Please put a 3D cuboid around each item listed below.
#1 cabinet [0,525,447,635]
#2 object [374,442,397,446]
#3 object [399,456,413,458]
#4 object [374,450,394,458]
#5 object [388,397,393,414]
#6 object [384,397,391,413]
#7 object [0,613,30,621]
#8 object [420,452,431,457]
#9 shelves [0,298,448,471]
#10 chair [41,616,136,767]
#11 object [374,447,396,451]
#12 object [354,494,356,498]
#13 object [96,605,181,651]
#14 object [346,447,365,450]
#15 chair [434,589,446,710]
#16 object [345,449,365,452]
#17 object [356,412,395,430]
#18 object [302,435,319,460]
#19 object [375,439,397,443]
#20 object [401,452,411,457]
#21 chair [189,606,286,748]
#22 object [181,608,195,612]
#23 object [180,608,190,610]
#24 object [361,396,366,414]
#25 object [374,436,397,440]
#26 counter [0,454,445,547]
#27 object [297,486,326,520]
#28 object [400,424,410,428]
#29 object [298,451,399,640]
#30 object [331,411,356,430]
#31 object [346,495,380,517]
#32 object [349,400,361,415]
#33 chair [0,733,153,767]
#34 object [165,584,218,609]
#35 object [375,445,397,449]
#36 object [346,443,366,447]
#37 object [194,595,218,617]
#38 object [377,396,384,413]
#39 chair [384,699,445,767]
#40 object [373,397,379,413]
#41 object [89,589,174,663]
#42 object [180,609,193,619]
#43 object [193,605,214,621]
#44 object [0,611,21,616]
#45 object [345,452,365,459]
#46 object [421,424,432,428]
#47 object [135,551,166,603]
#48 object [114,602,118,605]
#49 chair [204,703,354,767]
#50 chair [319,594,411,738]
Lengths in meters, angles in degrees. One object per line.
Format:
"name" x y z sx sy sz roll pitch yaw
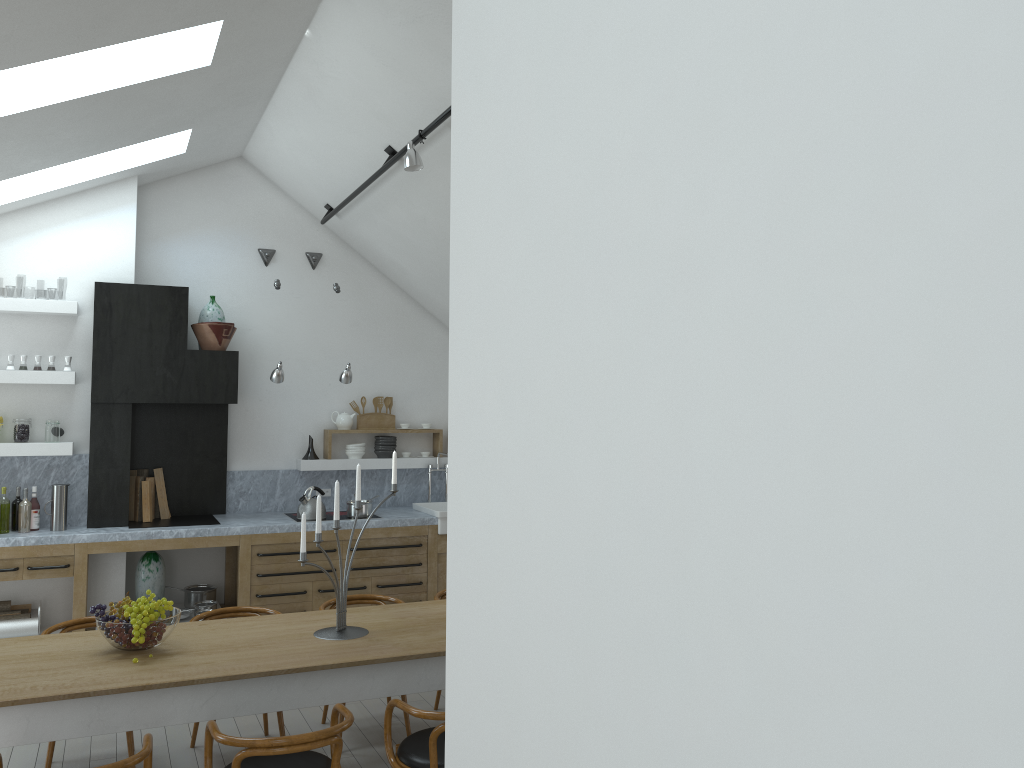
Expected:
"cabinet" -1.402 1.712 7.704 6.426 1.024 1.002 1 -3 -24
"object" -1.180 0.579 8.268 0.205 0.072 0.205 2 -2 -37
"object" -1.000 0.693 8.367 0.164 0.012 0.163 1 -2 -7
"object" -1.183 0.655 8.262 0.205 0.072 0.205 2 -2 -37
"object" -1.149 0.269 8.351 0.057 0.294 0.030 2 -4 -24
"object" -1.176 0.268 8.319 0.067 0.298 0.039 2 -4 -24
"object" -3.674 1.699 6.301 0.437 0.093 0.092 1 -3 -27
"object" -0.824 0.672 8.447 0.098 0.049 0.098 1 -2 -27
"shelves" -1.890 0.088 7.840 5.547 1.364 0.479 1 -3 -30
"chair" -2.193 1.650 4.645 0.527 0.736 0.620 2 -3 -24
"object" -1.183 0.629 8.264 0.205 0.086 0.205 0 -2 13
"object" -1.340 1.043 7.672 0.051 0.167 0.235 2 -3 -29
"object" -1.694 1.124 4.023 0.360 0.160 0.360 2 -3 -44
"object" -1.439 0.609 8.150 0.181 0.069 0.181 1 -2 -7
"chair" -0.204 1.686 5.527 0.527 0.736 0.621 2 -3 -28
"object" -1.442 0.633 8.147 0.181 0.065 0.181 0 -2 13
"object" -1.269 0.345 8.281 0.353 0.158 0.084 1 -3 -24
"object" -1.815 0.570 8.004 0.156 0.219 0.156 3 -4 -43
"object" -1.178 0.554 8.273 0.205 0.084 0.205 0 -2 3
"object" -1.000 0.669 8.369 0.098 0.049 0.098 1 -2 -27
"chair" -1.507 1.661 4.887 0.527 0.736 0.621 2 -3 -27
"object" -2.629 1.800 6.976 0.247 0.045 0.041 1 -3 -25
"object" -2.652 1.805 7.046 0.169 0.035 0.061 1 -2 -24
"object" -1.381 0.264 8.246 0.055 0.300 0.027 2 -4 -24
"object" -1.181 0.527 8.276 0.205 0.080 0.205 1 -2 -22
"counter" -1.339 0.894 7.801 6.573 0.621 0.960 1 -2 -24
"object" -1.688 0.996 7.475 0.246 0.268 0.246 1 -3 -14
"object" -1.012 0.401 8.378 0.098 0.049 0.098 1 -2 -27
"object" -0.783 0.781 4.398 0.265 0.876 0.774 -2 -4 40
"object" -1.548 0.335 8.147 0.168 0.169 0.174 2 -3 -41
"object" -1.254 1.069 7.673 0.394 0.170 0.232 2 -3 -44
"object" -1.414 0.281 8.228 0.199 0.259 0.016 1 -3 -14
"chair" -1.539 1.612 3.070 0.527 0.736 0.620 1 -3 -21
"object" -2.712 1.780 7.471 0.455 0.197 0.268 0 -2 10
"object" -1.178 0.601 8.261 0.205 0.086 0.205 0 -2 18
"object" -1.438 0.581 8.152 0.181 0.076 0.180 0 -2 13
"object" -2.453 1.803 7.161 0.182 0.134 0.308 0 -2 0
"object" -1.233 0.267 8.291 0.057 0.300 0.019 2 -4 -24
"chair" -0.223 1.636 3.688 0.527 0.736 0.621 2 -3 -29
"object" -1.272 0.266 8.295 0.061 0.300 0.040 2 -4 -27
"object" -1.696 1.060 3.998 0.393 0.285 0.292 -1 -3 30
"object" -2.737 1.805 7.040 0.508 0.052 0.263 -1 -2 42
"object" -2.399 1.805 6.924 0.153 0.113 0.260 1 -2 -25
"object" -3.732 1.685 6.360 0.362 0.087 0.101 1 -2 -27
"object" -1.441 0.655 8.146 0.181 0.064 0.181 0 -2 -2
"object" -0.817 0.404 8.465 0.098 0.049 0.098 1 -2 -27
"object" -2.938 1.614 7.203 0.231 0.499 0.230 -1 -3 17
"object" -2.901 1.778 6.795 0.223 0.164 0.378 2 -2 -35
"chair" -0.893 1.624 3.405 0.527 0.736 0.620 2 -3 -24
"chair" -0.868 1.674 5.240 0.527 0.736 0.620 1 -3 -21
